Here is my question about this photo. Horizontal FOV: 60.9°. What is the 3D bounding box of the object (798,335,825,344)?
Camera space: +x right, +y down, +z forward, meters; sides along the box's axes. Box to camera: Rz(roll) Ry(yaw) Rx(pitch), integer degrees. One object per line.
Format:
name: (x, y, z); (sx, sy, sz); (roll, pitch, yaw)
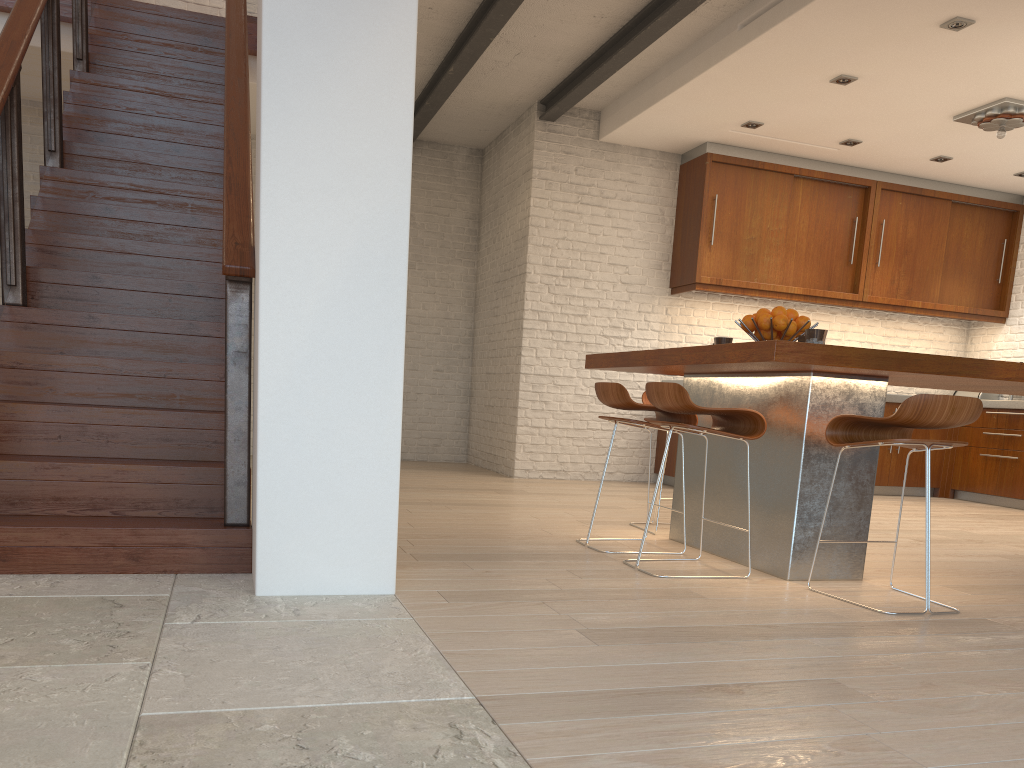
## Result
object: (1.261, -0.158, 3.676); (0.093, 0.083, 0.113); (5, 3, 27)

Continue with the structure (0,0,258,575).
structure: (-0.354, -1.389, 3.344); (13.883, 4.213, 9.992); (4, 0, -18)

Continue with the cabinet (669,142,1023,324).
cabinet: (3.063, -1.265, 7.836); (3.349, 1.191, 0.450); (3, 8, -18)

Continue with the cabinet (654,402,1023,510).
cabinet: (3.748, -0.400, 6.914); (4.731, 2.883, 2.253); (5, 5, 36)

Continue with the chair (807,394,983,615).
chair: (1.434, 0.428, 3.224); (0.405, 0.789, 0.412); (1, 7, -18)

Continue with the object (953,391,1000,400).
object: (4.479, 0.090, 8.418); (0.251, 0.162, 0.339); (3, 1, -18)

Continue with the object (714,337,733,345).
object: (1.008, -0.177, 4.170); (0.091, 0.086, 0.089); (2, 4, -21)

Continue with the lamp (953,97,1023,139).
lamp: (3.380, -1.781, 6.009); (0.451, 0.173, 0.443); (3, 0, -18)

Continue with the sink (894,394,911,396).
sink: (3.373, 0.004, 8.075); (0.860, 0.437, 0.507); (3, 3, -18)

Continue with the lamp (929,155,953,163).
lamp: (3.501, -1.852, 7.103); (0.124, 0.056, 0.122); (3, 1, -18)

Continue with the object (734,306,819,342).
object: (1.187, -0.228, 3.924); (0.362, 0.226, 0.362); (5, 2, 37)

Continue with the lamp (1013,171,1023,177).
lamp: (4.347, -1.795, 7.381); (0.124, 0.056, 0.122); (3, 1, -18)

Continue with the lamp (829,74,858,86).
lamp: (2.124, -1.964, 5.577); (0.124, 0.056, 0.122); (3, 1, -18)

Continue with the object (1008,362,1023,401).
object: (4.680, -0.014, 7.951); (0.067, 0.382, 0.315); (0, 6, -18)

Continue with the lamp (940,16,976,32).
lamp: (2.408, -1.963, 4.707); (0.124, 0.056, 0.122); (3, 1, -18)

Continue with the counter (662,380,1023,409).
counter: (3.454, 0.110, 6.629); (3.340, 0.071, 3.467); (4, -1, -18)

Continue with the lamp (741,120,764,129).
lamp: (1.806, -1.966, 6.547); (0.124, 0.056, 0.122); (3, 1, -18)

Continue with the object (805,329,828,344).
object: (1.229, -0.176, 3.534); (0.091, 0.086, 0.089); (3, 4, -3)

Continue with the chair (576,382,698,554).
chair: (0.572, 0.393, 4.128); (0.423, 0.790, 0.395); (1, 7, -18)

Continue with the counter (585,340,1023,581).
counter: (1.801, 0.393, 4.230); (2.501, 0.937, 1.658); (3, 1, -18)

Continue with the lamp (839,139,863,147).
lamp: (2.654, -1.909, 6.825); (0.124, 0.056, 0.122); (3, 1, -18)

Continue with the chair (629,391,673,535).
chair: (0.912, 0.426, 4.819); (0.405, 0.789, 0.412); (1, 7, -18)

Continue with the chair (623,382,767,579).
chair: (0.737, 0.393, 3.624); (0.423, 0.790, 0.395); (1, 7, -18)
